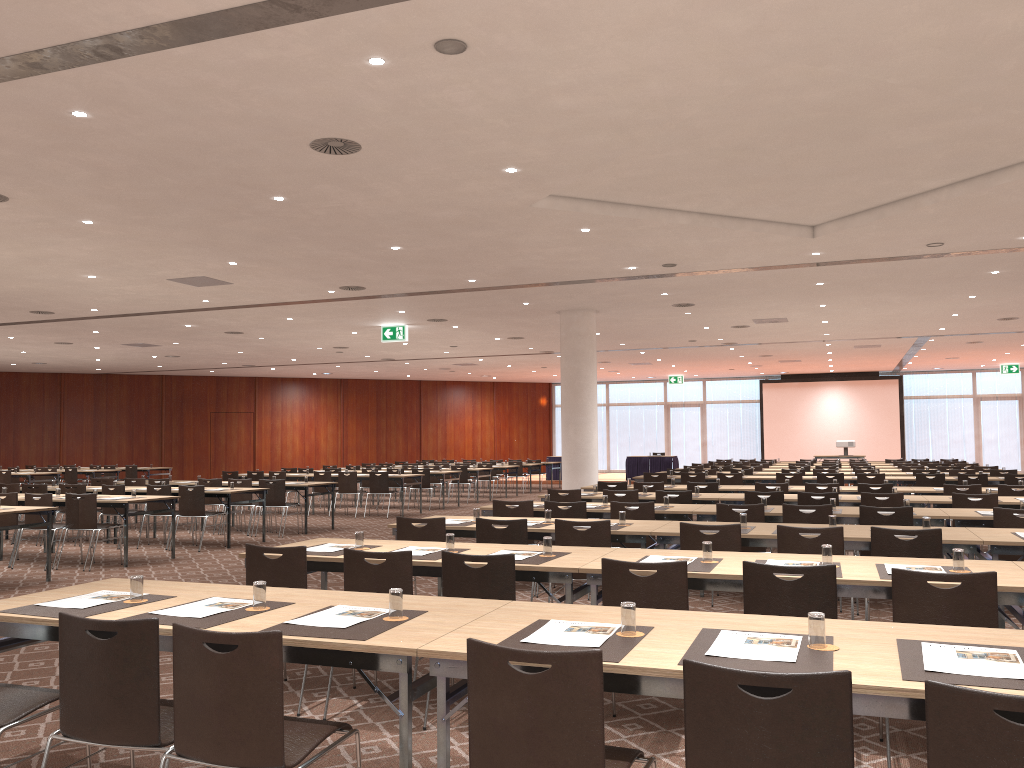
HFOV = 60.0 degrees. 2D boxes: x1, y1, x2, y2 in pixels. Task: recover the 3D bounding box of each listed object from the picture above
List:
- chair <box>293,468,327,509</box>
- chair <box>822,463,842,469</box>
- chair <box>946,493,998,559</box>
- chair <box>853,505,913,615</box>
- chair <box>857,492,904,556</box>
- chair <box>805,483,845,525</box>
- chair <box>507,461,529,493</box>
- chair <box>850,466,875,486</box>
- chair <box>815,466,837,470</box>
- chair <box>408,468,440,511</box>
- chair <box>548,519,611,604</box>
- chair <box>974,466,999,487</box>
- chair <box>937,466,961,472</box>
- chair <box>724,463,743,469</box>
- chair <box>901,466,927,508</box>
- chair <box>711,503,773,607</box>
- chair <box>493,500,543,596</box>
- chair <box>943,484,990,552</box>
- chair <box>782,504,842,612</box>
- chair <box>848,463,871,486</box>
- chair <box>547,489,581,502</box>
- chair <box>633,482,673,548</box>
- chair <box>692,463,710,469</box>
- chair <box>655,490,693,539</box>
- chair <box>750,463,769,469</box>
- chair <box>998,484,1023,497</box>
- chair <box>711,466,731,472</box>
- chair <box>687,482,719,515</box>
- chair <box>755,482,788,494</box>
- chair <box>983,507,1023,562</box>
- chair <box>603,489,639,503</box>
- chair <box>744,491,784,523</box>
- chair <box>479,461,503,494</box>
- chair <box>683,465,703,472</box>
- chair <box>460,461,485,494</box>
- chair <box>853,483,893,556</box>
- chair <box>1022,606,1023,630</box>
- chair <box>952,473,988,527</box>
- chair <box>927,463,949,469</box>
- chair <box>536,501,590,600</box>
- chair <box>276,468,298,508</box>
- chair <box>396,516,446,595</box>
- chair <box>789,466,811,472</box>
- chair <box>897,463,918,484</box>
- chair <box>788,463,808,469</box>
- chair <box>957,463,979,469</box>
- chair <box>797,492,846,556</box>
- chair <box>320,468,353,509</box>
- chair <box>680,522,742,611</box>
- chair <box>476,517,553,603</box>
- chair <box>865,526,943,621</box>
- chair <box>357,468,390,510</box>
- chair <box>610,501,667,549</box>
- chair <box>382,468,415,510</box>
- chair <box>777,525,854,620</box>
[{"bbox_3d":[-4.776,2.449,20.958,0.536,0.939,0.614,-2,-3,23],"label":"chair"},{"bbox_3d":[7.495,2.318,20.770,0.536,0.939,0.614,-2,-3,18],"label":"chair"},{"bbox_3d":[4.959,1.630,9.505,0.536,0.939,0.614,-2,-3,22],"label":"chair"},{"bbox_3d":[3.332,1.544,7.895,0.536,0.939,0.614,-2,-3,19],"label":"chair"},{"bbox_3d":[4.090,1.656,9.781,0.536,0.939,0.614,-2,-3,21],"label":"chair"},{"bbox_3d":[4.170,1.788,11.882,0.536,0.939,0.614,-2,-3,20],"label":"chair"},{"bbox_3d":[0.154,2.700,25.676,0.536,0.939,0.614,-2,-3,18],"label":"chair"},{"bbox_3d":[7.407,2.184,18.636,0.536,0.939,0.614,-2,-3,19],"label":"chair"},{"bbox_3d":[6.733,2.211,18.967,0.536,0.939,0.614,-2,-3,21],"label":"chair"},{"bbox_3d":[-1.980,2.357,19.925,0.536,0.939,0.614,-2,-3,17],"label":"chair"},{"bbox_3d":[0.590,1.505,6.860,0.536,0.939,0.614,-2,-3,18],"label":"chair"},{"bbox_3d":[9.554,2.115,17.880,0.536,0.939,0.614,-2,-3,20],"label":"chair"},{"bbox_3d":[8.916,2.134,18.078,0.536,0.939,0.614,-2,-3,22],"label":"chair"},{"bbox_3d":[5.417,2.390,21.583,0.536,0.939,0.614,-2,-3,20],"label":"chair"},{"bbox_3d":[8.319,2.159,18.381,0.536,0.939,0.614,-2,-3,21],"label":"chair"},{"bbox_3d":[2.171,1.584,8.361,0.536,0.939,0.614,-2,-3,18],"label":"chair"},{"bbox_3d":[0.062,1.654,9.140,0.536,0.939,0.614,-2,-3,17],"label":"chair"},{"bbox_3d":[5.718,1.734,11.273,0.536,0.939,0.614,-2,-3,20],"label":"chair"},{"bbox_3d":[2.740,1.568,8.195,0.536,0.939,0.614,-2,-3,18],"label":"chair"},{"bbox_3d":[8.103,2.301,20.590,0.536,0.939,0.614,-2,-3,18],"label":"chair"},{"bbox_3d":[0.706,1.771,11.077,0.536,0.939,0.614,-2,-3,20],"label":"chair"},{"bbox_3d":[1.986,1.858,12.652,0.536,0.939,0.614,-2,-3,18],"label":"chair"},{"bbox_3d":[4.669,2.409,21.777,0.536,0.939,0.614,-2,-3,21],"label":"chair"},{"bbox_3d":[1.964,1.724,10.530,0.536,0.939,0.614,-2,-3,23],"label":"chair"},{"bbox_3d":[5.986,2.368,21.328,0.536,0.939,0.614,-2,-3,23],"label":"chair"},{"bbox_3d":[6.309,1.717,11.091,0.536,0.939,0.614,-2,-3,20],"label":"chair"},{"bbox_3d":[4.669,2.277,19.685,0.536,0.939,0.614,-2,-3,23],"label":"chair"},{"bbox_3d":[2.717,1.839,12.464,0.536,0.939,0.614,-2,-3,22],"label":"chair"},{"bbox_3d":[3.561,1.806,12.070,0.536,0.939,0.614,-2,-3,23],"label":"chair"},{"bbox_3d":[4.335,1.513,7.561,0.536,0.939,0.614,-2,-3,20],"label":"chair"},{"bbox_3d":[1.363,1.746,10.789,0.536,0.939,0.614,-2,-3,19],"label":"chair"},{"bbox_3d":[2.932,1.697,10.254,0.536,0.939,0.614,-2,-3,18],"label":"chair"},{"bbox_3d":[-0.607,2.716,25.808,0.536,0.939,0.614,-2,-3,18],"label":"chair"},{"bbox_3d":[4.103,2.298,19.939,0.536,0.939,0.614,-2,-3,17],"label":"chair"},{"bbox_3d":[-1.172,2.740,26.103,0.536,0.939,0.614,-2,-3,21],"label":"chair"},{"bbox_3d":[4.791,1.770,11.697,0.536,0.939,0.614,-2,-3,17],"label":"chair"},{"bbox_3d":[3.639,1.404,5.733,0.536,0.939,0.614,-2,-3,22],"label":"chair"},{"bbox_3d":[7.449,1.913,14.361,0.536,0.939,0.614,-2,-3,19],"label":"chair"},{"bbox_3d":[9.595,2.248,19.994,0.536,0.939,0.614,-2,-3,17],"label":"chair"},{"bbox_3d":[0.585,1.635,8.910,0.536,0.939,0.614,-2,-3,19],"label":"chair"},{"bbox_3d":[-5.261,2.475,21.287,0.535,0.939,0.614,-2,-3,19],"label":"chair"},{"bbox_3d":[-0.673,1.541,7.245,0.536,0.939,0.614,-2,-3,20],"label":"chair"},{"bbox_3d":[6.225,2.225,19.110,0.536,0.939,0.614,-2,-3,22],"label":"chair"},{"bbox_3d":[9.009,2.266,20.174,0.536,0.939,0.614,-2,-3,20],"label":"chair"},{"bbox_3d":[6.794,2.339,20.992,0.536,0.939,0.614,-2,-3,22],"label":"chair"},{"bbox_3d":[10.149,2.228,19.752,0.536,0.939,0.614,-2,-3,22],"label":"chair"},{"bbox_3d":[3.460,1.674,9.977,0.536,0.939,0.614,-2,-3,21],"label":"chair"},{"bbox_3d":[-4.115,2.433,20.801,0.536,0.939,0.614,-2,-3,19],"label":"chair"},{"bbox_3d":[1.486,1.472,6.484,0.536,0.939,0.614,-2,-3,22],"label":"chair"},{"bbox_3d":[-0.018,1.522,7.040,0.536,0.939,0.614,-2,-3,22],"label":"chair"},{"bbox_3d":[2.694,1.432,6.038,0.536,0.939,0.614,-2,-3,23],"label":"chair"},{"bbox_3d":[-3.179,2.396,20.368,0.536,0.939,0.614,-2,-3,23],"label":"chair"},{"bbox_3d":[1.224,1.619,8.756,0.536,0.939,0.614,-2,-3,18],"label":"chair"},{"bbox_3d":[-2.598,2.387,20.303,0.536,0.939,0.614,-2,-3,19],"label":"chair"},{"bbox_3d":[2.107,1.449,6.217,0.536,0.939,0.614,-2,-3,21],"label":"chair"}]
